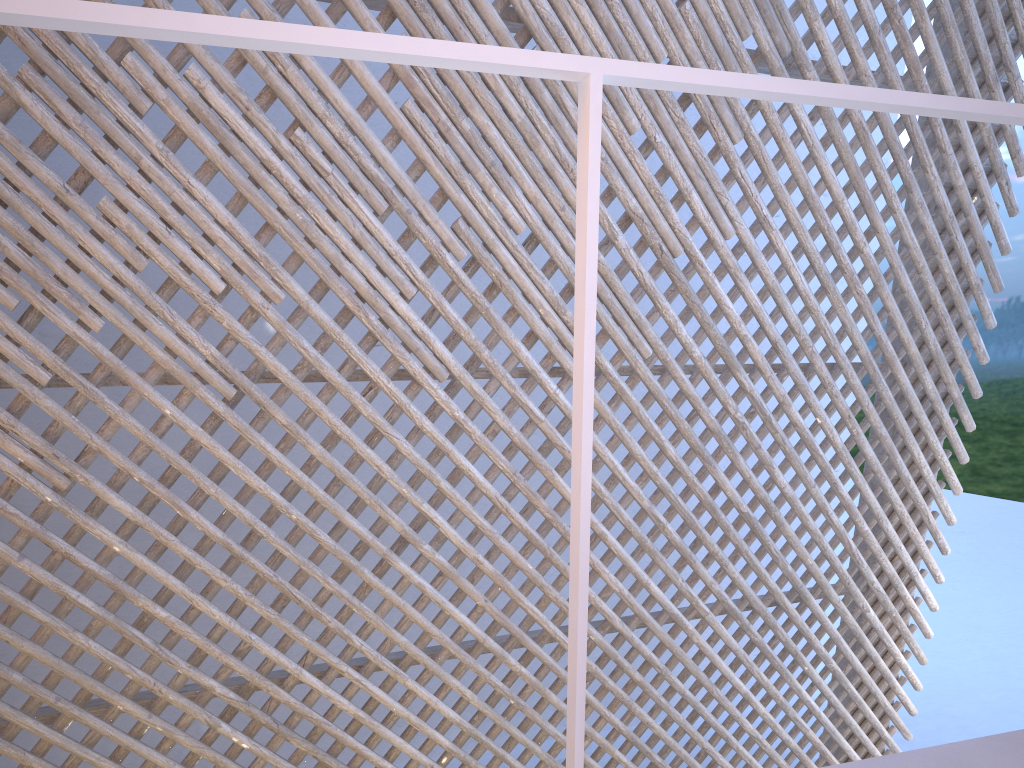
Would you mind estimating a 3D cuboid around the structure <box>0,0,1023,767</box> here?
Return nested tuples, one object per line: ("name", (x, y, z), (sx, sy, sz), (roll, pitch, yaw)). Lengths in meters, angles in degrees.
("structure", (-0.216, 0.113, 0.492), (1.689, 0.622, 0.025), (-2, 20, -17))
